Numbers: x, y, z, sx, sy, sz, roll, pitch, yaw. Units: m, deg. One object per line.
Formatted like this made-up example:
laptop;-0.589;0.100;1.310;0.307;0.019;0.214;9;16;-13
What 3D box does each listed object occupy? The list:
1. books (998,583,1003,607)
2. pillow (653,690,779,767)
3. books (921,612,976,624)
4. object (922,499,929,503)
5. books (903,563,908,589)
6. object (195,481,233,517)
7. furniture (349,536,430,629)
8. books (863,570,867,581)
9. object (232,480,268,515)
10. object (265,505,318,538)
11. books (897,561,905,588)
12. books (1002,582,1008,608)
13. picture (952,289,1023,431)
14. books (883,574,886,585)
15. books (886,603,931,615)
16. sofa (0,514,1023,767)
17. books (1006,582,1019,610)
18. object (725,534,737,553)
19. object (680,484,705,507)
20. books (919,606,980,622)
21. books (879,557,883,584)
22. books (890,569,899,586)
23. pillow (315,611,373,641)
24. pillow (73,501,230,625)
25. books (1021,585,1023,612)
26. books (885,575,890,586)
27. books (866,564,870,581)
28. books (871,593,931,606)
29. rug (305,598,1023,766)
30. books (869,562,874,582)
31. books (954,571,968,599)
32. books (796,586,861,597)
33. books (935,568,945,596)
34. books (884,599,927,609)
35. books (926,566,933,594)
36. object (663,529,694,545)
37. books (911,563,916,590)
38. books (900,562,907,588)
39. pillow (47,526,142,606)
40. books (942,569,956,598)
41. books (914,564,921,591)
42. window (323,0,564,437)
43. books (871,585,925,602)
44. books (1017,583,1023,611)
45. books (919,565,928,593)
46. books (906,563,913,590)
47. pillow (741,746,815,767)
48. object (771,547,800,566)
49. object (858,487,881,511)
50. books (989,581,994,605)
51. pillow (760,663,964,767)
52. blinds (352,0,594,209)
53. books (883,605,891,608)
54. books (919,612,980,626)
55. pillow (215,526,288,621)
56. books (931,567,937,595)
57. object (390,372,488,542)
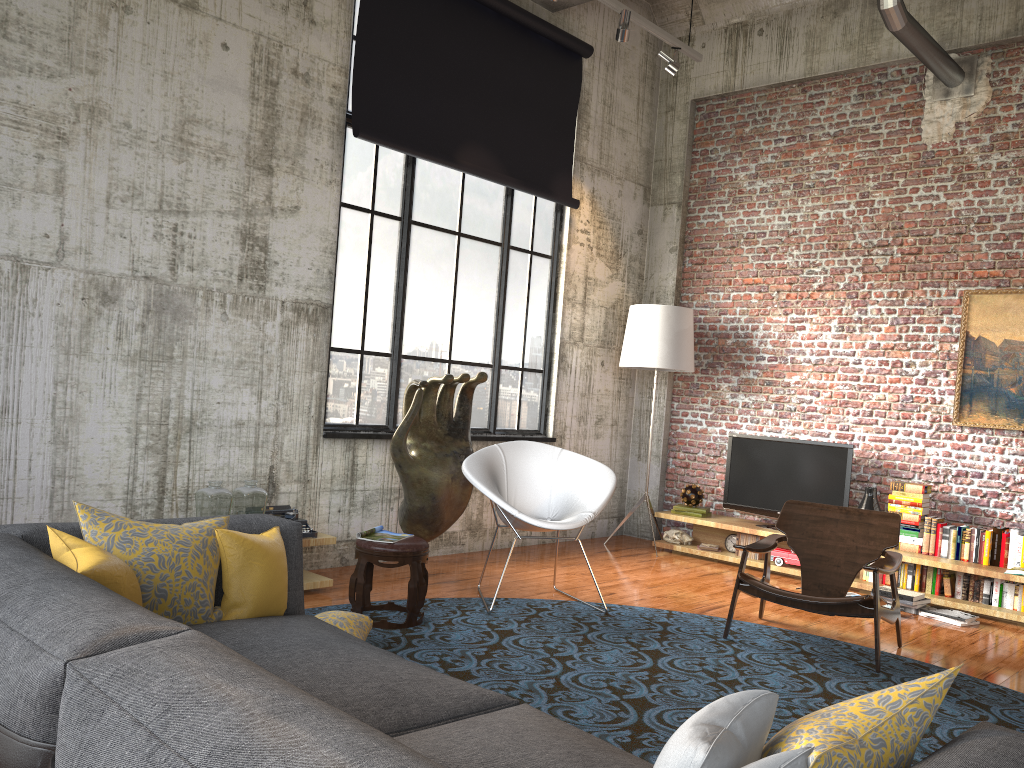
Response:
books;3.573;1.534;6.451;0.020;0.168;0.122;6;1;43
pillow;0.318;0.677;1.484;0.170;0.315;0.365;5;1;33
books;3.074;1.632;6.245;0.306;0.017;0.232;4;-1;41
object;3.146;0.907;7.021;0.248;0.031;0.178;4;-1;43
books;3.080;1.489;6.884;0.023;0.194;0.140;6;1;43
object;-1.732;0.744;5.140;0.163;0.361;0.163;5;1;41
furniture;-0.701;1.117;5.099;0.432;0.477;0.431;4;0;-2
books;2.852;1.462;7.091;0.022;0.217;0.139;6;1;43
object;-1.576;0.758;5.310;0.163;0.361;0.162;3;1;-45
object;-1.454;0.871;5.576;0.381;0.153;0.424;4;0;43
books;3.051;1.475;6.919;0.022;0.217;0.139;6;1;43
books;3.602;1.530;6.443;0.034;0.181;0.132;6;1;43
picture;3.914;-0.179;6.635;1.063;1.065;0.040;5;1;43
books;2.969;1.482;6.995;0.023;0.194;0.140;6;1;43
books;2.865;1.624;6.508;0.320;0.040;0.237;4;-1;45
sofa;-0.424;0.928;2.026;2.999;0.861;1.363;4;0;44
books;3.619;1.528;6.404;0.043;0.186;0.129;6;1;43
object;1.987;1.428;7.933;0.168;0.172;0.068;5;1;44
object;1.677;1.038;8.243;0.214;0.208;0.216;5;0;32
books;3.083;1.617;6.249;0.250;0.014;0.310;5;-1;-41
books;2.945;1.451;7.018;0.046;0.252;0.153;6;1;43
books;3.023;1.475;6.942;0.049;0.214;0.148;6;1;43
pillow;-0.884;1.243;4.347;0.481;0.247;0.503;4;0;9
pillow;-1.096;0.595;2.749;0.537;0.446;0.260;4;1;-40
books;3.682;1.530;6.344;0.026;0.191;0.138;6;1;43
books;2.989;1.476;6.970;0.039;0.208;0.151;6;1;43
books;2.870;1.475;7.079;0.023;0.194;0.140;6;1;43
books;2.840;1.560;6.475;0.262;0.028;0.320;5;-1;-37
rug;0.515;1.437;3.495;4.846;0.009;4.844;4;-1;-1
books;2.908;1.451;7.057;0.057;0.247;0.172;6;1;43
books;3.375;1.497;6.646;0.049;0.214;0.149;6;1;43
books;2.429;1.576;6.739;0.300;0.049;0.422;5;-1;-33
books;3.254;1.488;6.717;0.030;0.220;0.159;6;1;43
books;2.854;1.589;6.509;0.299;0.028;0.237;4;-1;41
books;3.209;1.491;6.763;0.039;0.208;0.151;6;1;43
object;1.548;1.414;8.206;0.183;0.133;0.273;4;0;-38
books;3.138;1.480;6.857;0.030;0.220;0.159;6;1;43
books;3.062;1.488;6.898;0.023;0.194;0.140;6;1;43
pillow;-1.167;0.606;2.500;0.229;0.371;0.404;4;1;-38
books;3.302;1.475;6.686;0.088;0.256;0.153;5;1;43
books;3.147;1.481;6.823;0.030;0.220;0.159;6;1;43
window;-0.421;-1.255;7.190;0.050;3.437;2.582;6;1;43
books;2.817;1.528;6.463;0.296;0.035;0.236;4;-1;45
books;3.666;1.529;6.363;0.026;0.191;0.138;6;1;43
books;3.190;1.481;6.809;0.052;0.225;0.157;6;1;43
books;3.106;1.488;6.870;0.032;0.200;0.146;6;1;43
pillow;0.290;0.693;1.287;0.168;0.319;0.435;5;1;42
object;2.450;1.454;7.380;0.599;0.174;0.244;4;0;34
object;2.919;1.074;7.249;0.268;0.456;0.267;4;1;-16
books;3.528;1.531;6.491;0.020;0.168;0.122;6;1;43
pillow;0.554;0.712;1.562;0.537;0.446;0.260;4;1;-40
blinds;-0.209;-2.368;7.042;0.150;1.465;2.446;6;1;43
books;2.601;1.581;6.269;0.189;0.022;0.133;4;0;4
books;3.076;1.649;6.241;0.232;0.017;0.312;5;-1;-32
pillow;-0.853;0.634;2.971;0.168;0.319;0.434;5;0;17
books;3.239;1.487;6.744;0.030;0.220;0.159;6;1;43
object;-0.583;0.532;6.376;0.728;1.297;0.455;4;1;-36
